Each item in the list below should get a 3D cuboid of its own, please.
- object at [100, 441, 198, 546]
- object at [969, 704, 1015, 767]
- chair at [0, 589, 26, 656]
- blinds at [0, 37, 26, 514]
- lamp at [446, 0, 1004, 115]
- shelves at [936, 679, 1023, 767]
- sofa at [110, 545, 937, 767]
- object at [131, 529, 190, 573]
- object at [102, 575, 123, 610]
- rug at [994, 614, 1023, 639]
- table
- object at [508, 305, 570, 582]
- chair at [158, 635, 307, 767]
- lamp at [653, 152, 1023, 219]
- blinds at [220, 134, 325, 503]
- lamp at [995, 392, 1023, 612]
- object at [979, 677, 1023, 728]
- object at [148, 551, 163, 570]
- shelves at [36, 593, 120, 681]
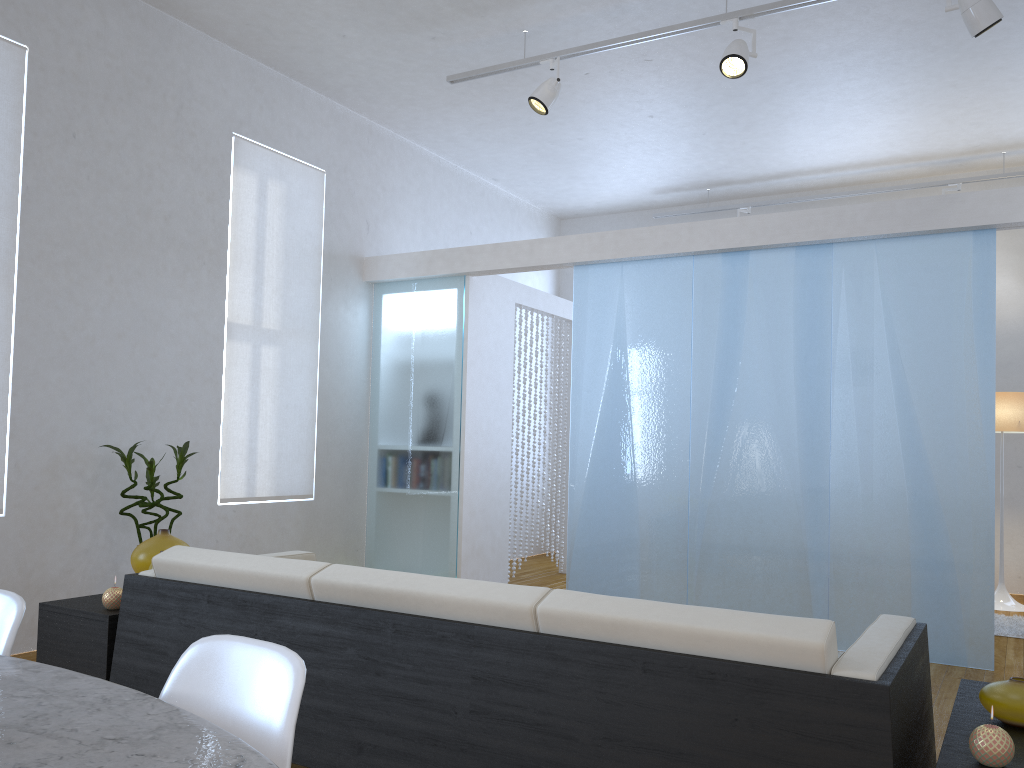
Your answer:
[{"bbox_3d":[-1.795,0.761,4.311,0.380,0.979,0.484,1,-3,2],"label":"object"},{"bbox_3d":[0.844,0.616,1.560,0.071,0.104,0.071,3,-3,-33],"label":"object"},{"bbox_3d":[-1.065,0.539,1.461,0.405,0.351,0.420,0,-4,29],"label":"chair"},{"bbox_3d":[-2.422,-0.504,3.646,0.007,2.108,0.763,0,-3,30],"label":"blinds"},{"bbox_3d":[0.986,-1.667,4.218,3.117,0.486,0.205,-1,-3,28],"label":"lamp"},{"bbox_3d":[1.059,0.914,1.752,0.349,0.450,0.731,0,-4,30],"label":"shelves"},{"bbox_3d":[0.287,0.882,3.006,5.337,0.678,9.739,-1,-5,30],"label":"sofa"},{"bbox_3d":[-1.222,0.617,3.101,0.207,0.215,0.207,3,-3,-18],"label":"object"},{"bbox_3d":[-1.238,0.648,2.763,0.071,0.104,0.071,3,-3,-33],"label":"object"},{"bbox_3d":[3.001,1.424,5.257,1.095,0.047,0.757,-1,-5,30],"label":"rug"},{"bbox_3d":[-1.001,0.714,0.923,1.910,0.622,1.072,-1,-4,29],"label":"table"},{"bbox_3d":[0.209,0.457,6.691,0.051,2.013,0.924,0,-3,30],"label":"object"},{"bbox_3d":[-0.487,0.529,1.102,0.405,0.351,0.420,-1,-4,34],"label":"chair"},{"bbox_3d":[2.600,-1.421,7.014,3.118,0.486,0.198,-1,-3,28],"label":"lamp"},{"bbox_3d":[-1.431,-0.352,5.363,0.007,2.108,0.763,0,-3,30],"label":"blinds"},{"bbox_3d":[3.353,0.791,6.066,0.413,1.448,0.413,4,-3,-41],"label":"lamp"},{"bbox_3d":[1.032,0.645,1.802,0.147,0.090,0.147,3,-4,-18],"label":"object"},{"bbox_3d":[-1.159,0.635,2.942,0.096,0.160,0.096,2,-3,-18],"label":"object"},{"bbox_3d":[-1.182,0.948,3.046,0.349,0.450,0.731,0,-4,30],"label":"shelves"}]
